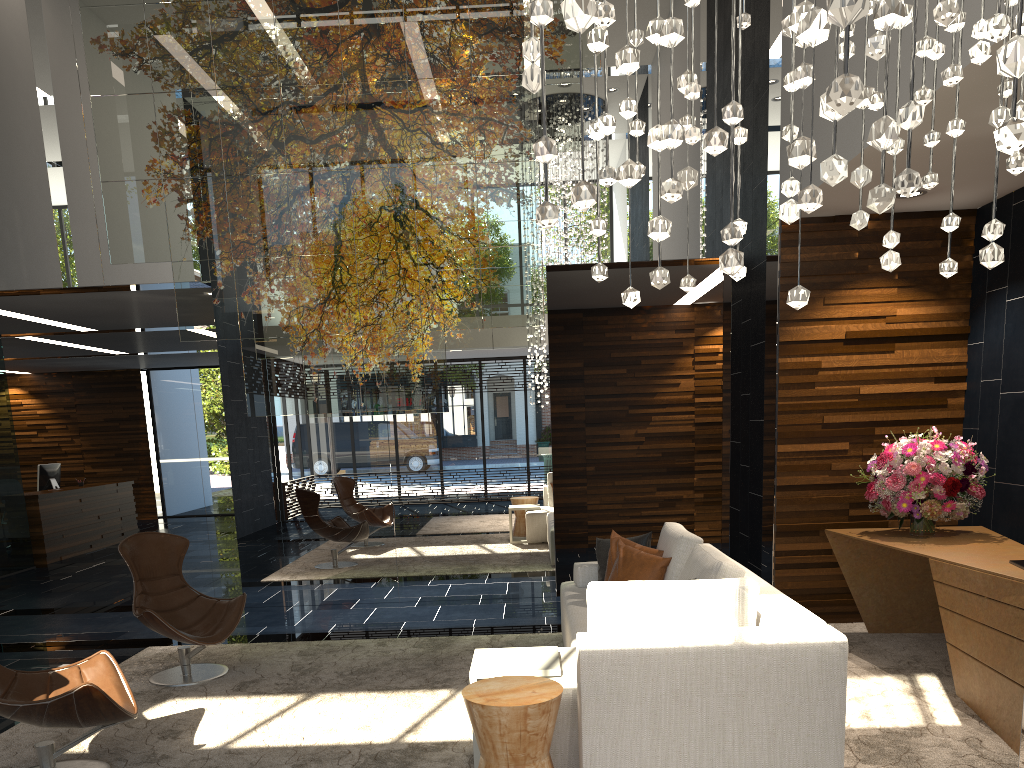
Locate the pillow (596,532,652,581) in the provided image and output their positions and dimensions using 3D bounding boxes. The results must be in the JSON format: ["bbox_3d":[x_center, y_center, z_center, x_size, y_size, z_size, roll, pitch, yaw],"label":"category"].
[{"bbox_3d":[0.716,1.153,5.610,0.250,0.425,0.550,-9,6,-41],"label":"pillow"}]

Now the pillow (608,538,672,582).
[{"bbox_3d":[0.720,1.155,5.181,0.265,0.423,0.513,-6,4,-28],"label":"pillow"}]

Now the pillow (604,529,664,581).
[{"bbox_3d":[0.735,1.140,5.396,0.240,0.441,0.543,-7,5,-34],"label":"pillow"}]

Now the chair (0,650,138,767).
[{"bbox_3d":[-2.095,1.345,3.811,0.780,0.956,0.664,-5,7,-31],"label":"chair"}]

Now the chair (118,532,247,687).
[{"bbox_3d":[-2.141,1.422,5.473,0.787,0.956,0.658,1,7,29],"label":"chair"}]

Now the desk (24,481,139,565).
[{"bbox_3d":[-6.348,1.925,12.240,0.879,0.908,2.621,-2,-1,1],"label":"desk"}]

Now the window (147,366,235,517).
[{"bbox_3d":[-4.852,1.081,16.506,3.958,2.926,0.057,-2,11,2],"label":"window"}]

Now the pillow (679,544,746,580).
[{"bbox_3d":[0.971,1.072,4.398,0.290,0.446,0.704,-2,1,2],"label":"pillow"}]

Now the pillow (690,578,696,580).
[{"bbox_3d":[0.645,1.130,4.206,0.498,0.375,0.295,-4,5,-39],"label":"pillow"}]

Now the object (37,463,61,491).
[{"bbox_3d":[-6.507,1.373,12.180,0.190,0.504,0.471,-1,4,6],"label":"object"}]

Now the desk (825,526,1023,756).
[{"bbox_3d":[2.600,1.295,4.799,0.990,0.764,2.200,-2,-1,1],"label":"desk"}]

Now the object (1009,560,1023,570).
[{"bbox_3d":[2.543,0.879,3.977,0.241,0.027,0.697,-3,-3,12],"label":"object"}]

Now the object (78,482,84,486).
[{"bbox_3d":[-6.234,1.451,12.468,0.077,0.061,0.075,-1,3,25],"label":"object"}]

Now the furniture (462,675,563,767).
[{"bbox_3d":[0.012,1.448,3.386,0.390,0.536,0.384,2,8,36],"label":"furniture"}]

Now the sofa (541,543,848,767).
[{"bbox_3d":[0.694,1.394,4.752,1.291,0.697,2.795,-2,-2,1],"label":"sofa"}]

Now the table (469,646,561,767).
[{"bbox_3d":[0.026,1.503,4.022,0.400,0.479,0.389,-2,5,1],"label":"table"}]

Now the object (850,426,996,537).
[{"bbox_3d":[2.542,0.600,5.313,0.690,0.695,0.645,-3,4,-8],"label":"object"}]

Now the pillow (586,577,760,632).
[{"bbox_3d":[0.667,1.044,3.630,0.712,0.473,0.211,-2,8,3],"label":"pillow"}]

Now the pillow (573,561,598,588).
[{"bbox_3d":[0.735,1.289,5.903,0.623,0.156,0.235,-2,1,-4],"label":"pillow"}]

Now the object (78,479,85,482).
[{"bbox_3d":[-6.255,1.417,12.471,0.076,0.105,0.149,1,4,31],"label":"object"}]

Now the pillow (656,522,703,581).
[{"bbox_3d":[0.991,1.104,5.279,0.248,0.461,0.704,-2,1,1],"label":"pillow"}]

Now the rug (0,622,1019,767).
[{"bbox_3d":[0.209,1.768,4.771,5.902,0.006,3.151,-2,-3,1],"label":"rug"}]
